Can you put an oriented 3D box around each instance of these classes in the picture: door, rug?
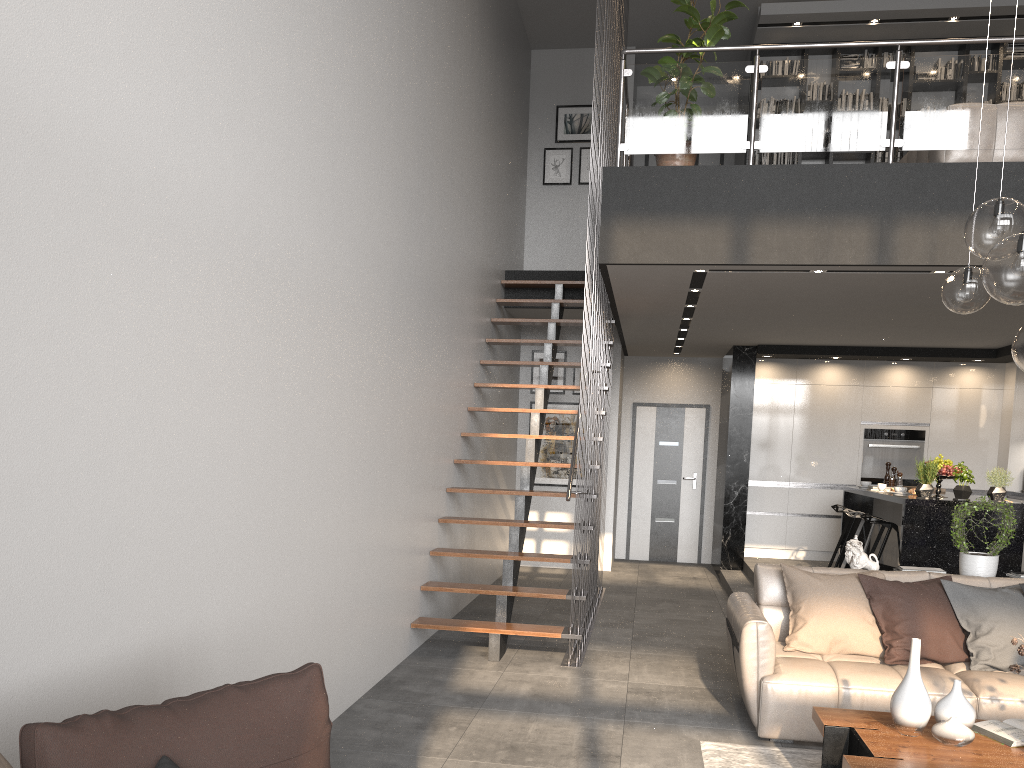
[{"bbox_3d":[2.018,1.301,11.390,0.973,2.106,0.167,3,5,9],"label":"door"},{"bbox_3d":[2.135,-2.000,11.076,0.973,2.106,0.167,3,5,9],"label":"door"},{"bbox_3d":[1.972,1.795,3.540,2.295,0.020,1.603,1,-4,9],"label":"rug"}]

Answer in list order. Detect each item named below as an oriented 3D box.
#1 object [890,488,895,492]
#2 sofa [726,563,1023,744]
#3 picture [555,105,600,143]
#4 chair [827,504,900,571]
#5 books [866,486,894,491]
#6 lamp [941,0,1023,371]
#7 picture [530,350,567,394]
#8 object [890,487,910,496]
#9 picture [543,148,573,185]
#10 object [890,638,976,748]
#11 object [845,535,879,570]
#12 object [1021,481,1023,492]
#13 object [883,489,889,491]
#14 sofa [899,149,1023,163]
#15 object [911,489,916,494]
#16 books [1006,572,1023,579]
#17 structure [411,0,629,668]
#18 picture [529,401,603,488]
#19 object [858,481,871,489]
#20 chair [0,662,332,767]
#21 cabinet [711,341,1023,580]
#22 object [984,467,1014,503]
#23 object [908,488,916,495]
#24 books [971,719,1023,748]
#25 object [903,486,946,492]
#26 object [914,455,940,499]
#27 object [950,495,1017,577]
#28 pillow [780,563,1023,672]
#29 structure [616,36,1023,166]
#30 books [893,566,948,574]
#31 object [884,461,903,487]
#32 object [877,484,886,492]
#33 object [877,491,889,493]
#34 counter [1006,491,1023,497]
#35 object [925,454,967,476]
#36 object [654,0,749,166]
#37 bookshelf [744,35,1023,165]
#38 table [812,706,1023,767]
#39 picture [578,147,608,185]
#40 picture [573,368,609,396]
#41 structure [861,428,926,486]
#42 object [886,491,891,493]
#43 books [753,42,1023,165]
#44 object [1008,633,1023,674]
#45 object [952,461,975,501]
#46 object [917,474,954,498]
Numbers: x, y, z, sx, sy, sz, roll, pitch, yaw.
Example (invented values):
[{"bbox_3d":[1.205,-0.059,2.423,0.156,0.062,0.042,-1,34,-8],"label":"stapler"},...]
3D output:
[{"bbox_3d":[3.489,0.965,7.936,0.074,0.043,0.127,2,-3,1],"label":"object"},{"bbox_3d":[2.775,1.466,4.285,3.240,0.827,1.870,2,-2,9],"label":"sofa"},{"bbox_3d":[0.751,-2.968,9.991,0.503,0.416,0.024,2,5,9],"label":"picture"},{"bbox_3d":[3.267,1.538,8.118,0.434,0.742,1.722,3,-2,9],"label":"chair"},{"bbox_3d":[3.579,1.001,8.377,0.322,0.038,0.172,2,-3,8],"label":"books"},{"bbox_3d":[2.161,-2.341,3.012,1.230,5.055,1.215,3,5,6],"label":"lamp"},{"bbox_3d":[0.430,-0.137,10.297,0.409,0.512,0.024,2,5,9],"label":"picture"},{"bbox_3d":[3.317,0.917,7.480,0.155,0.071,0.154,3,-2,-23],"label":"object"},{"bbox_3d":[0.529,-2.501,10.066,0.333,0.416,0.024,2,5,9],"label":"picture"},{"bbox_3d":[1.716,1.237,3.555,0.315,0.402,0.318,3,2,28],"label":"object"},{"bbox_3d":[2.192,1.092,5.474,0.206,0.293,0.135,3,4,28],"label":"object"},{"bbox_3d":[5.643,0.977,9.371,0.321,0.377,0.066,2,5,9],"label":"object"},{"bbox_3d":[3.389,0.973,8.012,0.027,0.027,0.129,2,-3,-32],"label":"object"},{"bbox_3d":[3.922,-1.603,6.258,2.274,0.789,2.280,2,-3,9],"label":"sofa"},{"bbox_3d":[3.524,0.938,7.641,0.074,0.059,0.060,2,1,30],"label":"object"},{"bbox_3d":[3.199,1.211,5.348,0.325,0.100,0.204,2,-2,9],"label":"books"},{"bbox_3d":[0.264,-0.966,7.431,1.177,6.117,3.566,3,3,9],"label":"structure"},{"bbox_3d":[0.630,0.718,10.340,0.870,1.005,0.024,2,5,9],"label":"picture"},{"bbox_3d":[3.507,1.003,8.682,0.155,0.071,0.154,3,-2,-23],"label":"object"},{"bbox_3d":[-0.359,1.144,1.701,1.439,0.908,1.479,2,-1,26],"label":"chair"},{"bbox_3d":[3.932,0.538,8.064,3.616,3.271,6.181,2,-2,9],"label":"cabinet"},{"bbox_3d":[3.893,0.799,6.998,0.220,0.287,0.210,3,2,22],"label":"object"},{"bbox_3d":[3.546,0.942,7.690,0.131,0.060,0.069,2,0,9],"label":"object"},{"bbox_3d":[2.104,1.435,3.605,0.343,0.040,0.230,3,-4,-14],"label":"books"},{"bbox_3d":[4.115,1.049,8.751,0.290,0.030,0.399,2,-4,9],"label":"object"},{"bbox_3d":[3.359,0.742,7.070,0.186,0.373,0.194,-1,4,-36],"label":"object"},{"bbox_3d":[2.870,0.965,5.365,0.385,0.583,0.213,2,4,-10],"label":"object"},{"bbox_3d":[2.483,1.308,4.799,1.939,0.505,0.540,2,0,8],"label":"pillow"},{"bbox_3d":[3.003,-1.577,6.902,4.216,0.747,3.366,2,-3,9],"label":"structure"},{"bbox_3d":[2.553,1.200,5.451,0.347,0.101,0.193,2,-2,9],"label":"books"},{"bbox_3d":[3.853,0.915,8.793,0.150,0.287,0.198,2,2,-8],"label":"object"},{"bbox_3d":[3.405,0.955,8.055,0.084,0.071,0.076,2,0,-32],"label":"object"},{"bbox_3d":[3.442,0.986,7.982,0.227,0.003,0.228,1,-4,9],"label":"object"},{"bbox_3d":[5.375,1.064,7.745,0.609,0.040,3.447,1,-4,9],"label":"counter"},{"bbox_3d":[3.619,0.696,7.386,0.347,0.217,0.317,2,-1,6],"label":"object"},{"bbox_3d":[1.179,-2.077,5.776,0.770,1.486,0.524,4,5,29],"label":"object"},{"bbox_3d":[4.253,-2.268,9.190,3.517,2.547,0.245,2,5,9],"label":"bookshelf"},{"bbox_3d":[1.989,1.613,3.394,1.451,0.358,0.894,2,-3,9],"label":"table"},{"bbox_3d":[0.935,-2.493,10.003,0.333,0.416,0.024,2,5,9],"label":"picture"},{"bbox_3d":[0.920,-0.039,10.230,0.409,0.338,0.024,2,5,9],"label":"picture"},{"bbox_3d":[4.357,0.852,10.194,0.654,0.639,0.648,2,1,9],"label":"structure"},{"bbox_3d":[3.480,0.980,7.941,0.191,0.012,0.192,-1,-5,41],"label":"object"},{"bbox_3d":[4.253,-2.313,9.177,3.434,2.359,0.209,2,5,9],"label":"books"},{"bbox_3d":[2.195,1.139,3.323,0.543,0.610,0.314,2,3,-20],"label":"object"},{"bbox_3d":[3.613,0.776,7.013,0.178,0.316,0.171,3,4,20],"label":"object"},{"bbox_3d":[3.604,0.862,7.395,0.367,0.190,0.365,3,-2,-27],"label":"object"}]
